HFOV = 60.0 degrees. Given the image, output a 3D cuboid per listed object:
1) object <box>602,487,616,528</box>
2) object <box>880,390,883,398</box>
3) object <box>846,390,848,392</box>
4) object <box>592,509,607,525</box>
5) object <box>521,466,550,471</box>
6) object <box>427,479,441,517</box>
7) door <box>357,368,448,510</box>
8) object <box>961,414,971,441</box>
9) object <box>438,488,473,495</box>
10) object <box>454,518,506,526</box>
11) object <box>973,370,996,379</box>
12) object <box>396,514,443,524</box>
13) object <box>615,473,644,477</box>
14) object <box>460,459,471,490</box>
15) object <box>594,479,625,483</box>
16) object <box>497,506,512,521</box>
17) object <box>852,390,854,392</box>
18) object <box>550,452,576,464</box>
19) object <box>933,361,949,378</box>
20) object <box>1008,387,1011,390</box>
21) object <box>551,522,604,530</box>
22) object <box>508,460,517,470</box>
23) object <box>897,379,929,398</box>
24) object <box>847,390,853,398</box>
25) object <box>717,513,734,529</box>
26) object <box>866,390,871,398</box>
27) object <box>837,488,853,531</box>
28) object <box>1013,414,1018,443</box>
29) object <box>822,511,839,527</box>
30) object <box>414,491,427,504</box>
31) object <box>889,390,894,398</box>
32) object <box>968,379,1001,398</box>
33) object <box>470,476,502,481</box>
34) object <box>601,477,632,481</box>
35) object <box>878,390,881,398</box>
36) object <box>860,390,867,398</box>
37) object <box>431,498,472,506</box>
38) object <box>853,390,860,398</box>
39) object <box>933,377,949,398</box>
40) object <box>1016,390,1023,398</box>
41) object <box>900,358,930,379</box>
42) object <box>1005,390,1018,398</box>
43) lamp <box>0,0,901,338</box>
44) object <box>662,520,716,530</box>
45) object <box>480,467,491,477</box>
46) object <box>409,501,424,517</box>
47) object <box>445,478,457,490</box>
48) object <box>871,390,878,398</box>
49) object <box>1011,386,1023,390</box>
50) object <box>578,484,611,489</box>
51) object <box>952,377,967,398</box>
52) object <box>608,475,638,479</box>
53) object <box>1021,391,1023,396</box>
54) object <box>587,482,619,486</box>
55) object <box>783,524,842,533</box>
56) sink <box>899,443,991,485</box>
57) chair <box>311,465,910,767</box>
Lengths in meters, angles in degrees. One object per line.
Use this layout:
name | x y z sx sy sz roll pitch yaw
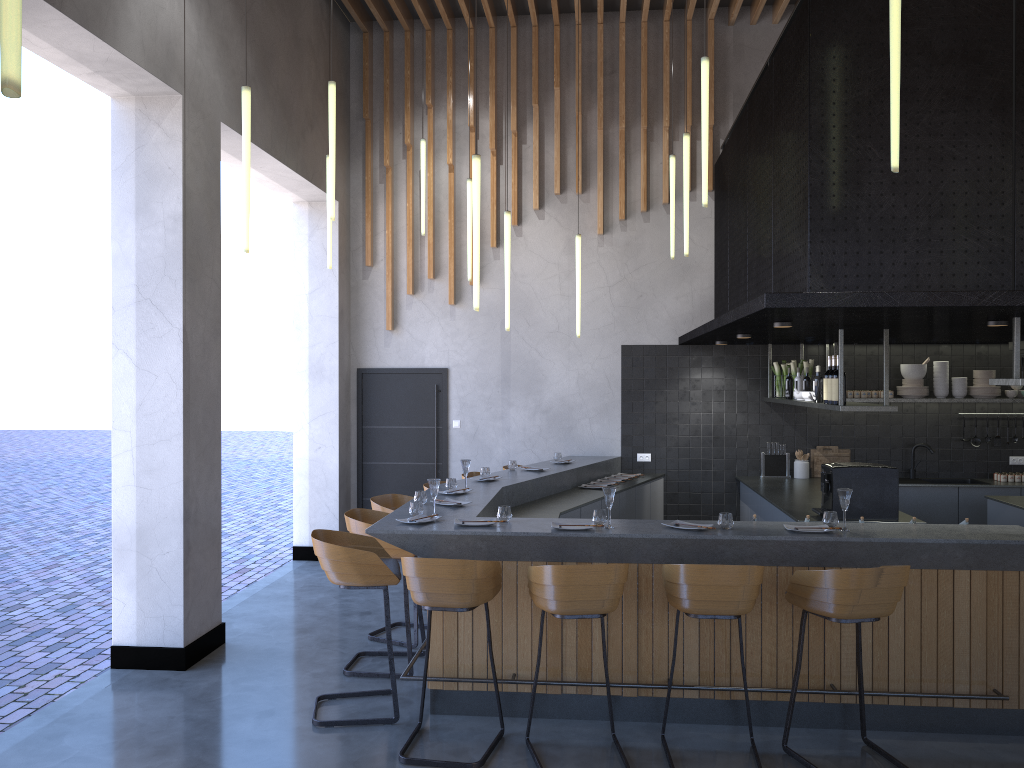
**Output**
object | 0.546 0.694 4.983 0.082 0.227 0.082 0 0 40
object | 3.786 0.104 9.040 0.062 0.078 0.062 0 0 1
object | 3.464 0.103 9.140 0.062 0.078 0.062 0 0 1
object | 0.504 0.764 5.084 0.086 0.086 0.086 0 0 6
object | 0.192 0.778 8.134 0.294 0.025 0.170 0 0 44
object | -0.473 0.692 5.389 0.082 0.227 0.082 0 0 -23
door | -1.213 0.853 9.824 1.012 2.056 0.137 0 0 6
object | 4.668 0.451 9.120 0.103 0.280 0.103 0 0 -42
object | -0.403 0.787 6.500 0.170 0.025 0.294 0 0 31
object | -0.183 0.795 5.090 0.294 0.025 0.170 0 0 -1
object | 4.794 -0.086 9.002 0.204 0.106 0.204 0 0 -28
object | -0.527 0.795 5.215 0.170 0.025 0.294 0 0 31
object | 1.232 0.950 9.232 0.294 0.025 0.170 0 0 21
object | -0.349 0.685 6.673 0.082 0.227 0.082 0 0 -23
object | 0.958 0.953 8.645 0.294 0.025 0.170 0 0 21
object | -0.044 0.764 5.216 0.086 0.086 0.086 0 0 27
object | 3.530 0.103 9.133 0.062 0.078 0.062 0 0 1
object | 0.483 0.743 8.865 0.269 0.086 0.319 0 0 31
object | 4.370 -0.127 9.032 0.143 0.214 0.149 0 0 34
object | 5.016 0.066 8.928 0.111 0.082 0.019 0 0 -44
object | 0.366 0.796 4.952 0.294 0.025 0.170 0 0 4
object | 0.005 0.747 8.143 0.086 0.086 0.086 0 0 -23
object | 4.098 0.047 9.069 0.304 0.195 0.300 0 0 17
object | 3.457 0.104 9.072 0.062 0.078 0.062 0 0 1
object | 1.191 0.765 4.946 0.086 0.086 0.086 0 0 -19
object | 3.662 0.103 9.120 0.062 0.078 0.062 0 0 1
object | 1.837 0.694 4.898 0.082 0.227 0.082 0 0 40
object | 5.178 0.460 9.124 0.032 0.298 0.035 0 0 -43
object | 1.795 0.765 4.999 0.086 0.086 0.086 0 0 6
object | -0.610 0.760 5.921 0.086 0.086 0.086 0 0 -18
object | 3.852 0.104 9.033 0.062 0.078 0.062 0 0 1
object | 4.791 0.047 9.001 0.304 0.195 0.300 0 0 17
object | -0.197 0.782 7.337 0.170 0.025 0.294 0 0 32
object | 1.052 0.952 8.852 0.294 0.025 0.170 0 0 21
object | 3.793 0.104 9.108 0.062 0.078 0.062 0 0 1
object | 3.590 0.104 9.059 0.062 0.078 0.062 0 0 1
object | -0.423 0.791 5.912 0.294 0.025 0.170 0 0 44
object | 3.523 0.104 9.065 0.062 0.078 0.062 0 0 1
object | 4.370 0.038 9.033 0.143 0.214 0.149 0 0 34
object | 5.164 0.103 9.002 0.118 0.083 0.118 0 0 38
object | 4.113 -0.147 9.079 0.249 0.243 0.248 0 0 6
object | 5.043 0.103 8.955 0.118 0.083 0.118 0 0 34
lamp | 2.596 -5.191 4.776 8.975 10.231 8.774 0 0 4
object | 1.004 0.796 4.953 0.294 0.025 0.170 0 0 43
object | -0.226 0.750 7.522 0.086 0.086 0.086 0 0 -35
object | -0.582 0.763 5.398 0.086 0.086 0.086 0 0 33
object | -0.457 0.755 6.682 0.086 0.086 0.086 0 0 33
object | 3.727 0.104 9.114 0.062 0.078 0.062 0 0 1
object | 5.106 0.020 8.970 0.118 0.083 0.118 0 0 -6
object | 0.775 0.955 8.231 0.294 0.025 0.170 0 0 21
object | 4.548 0.038 9.016 0.143 0.214 0.149 0 0 34
object | 1.143 0.951 9.042 0.294 0.025 0.170 0 0 21
object | 5.154 0.108 8.834 0.146 0.073 0.146 0 0 -22
object | 0.875 0.954 8.437 0.294 0.025 0.170 0 0 21
object | 1.658 0.796 4.867 0.294 0.025 0.170 0 0 4
sink | 4.173 0.879 8.998 1.111 0.547 0.498 0 0 6
chair | -0.115 1.376 6.427 2.787 1.047 5.395 0 0 -17
